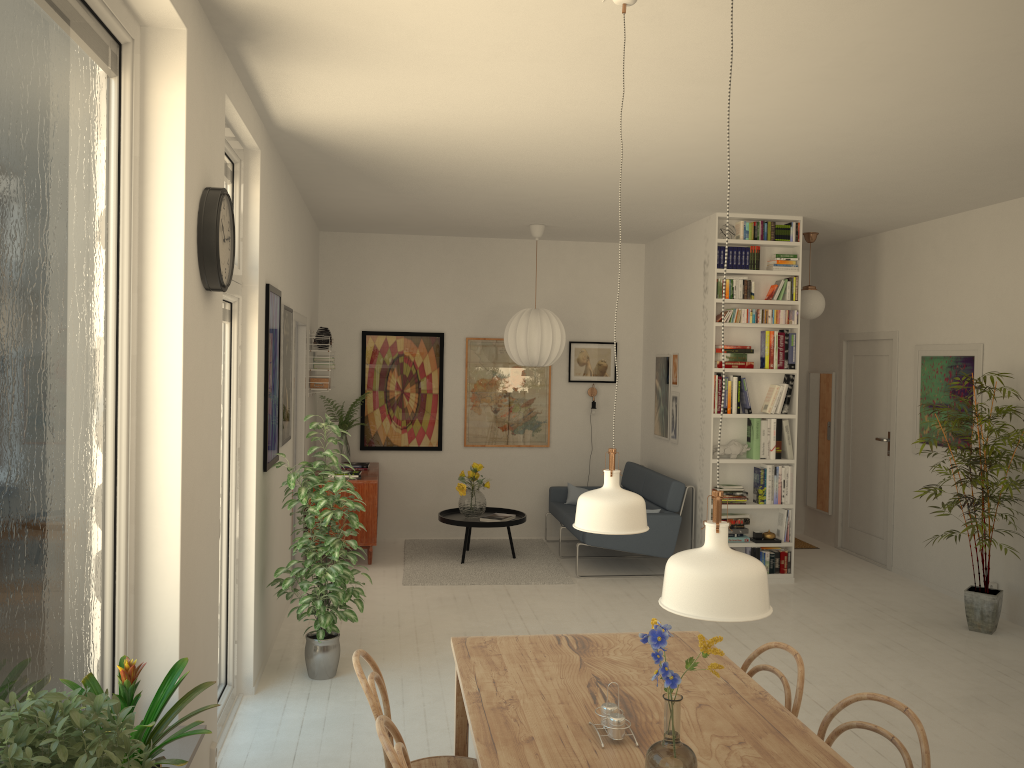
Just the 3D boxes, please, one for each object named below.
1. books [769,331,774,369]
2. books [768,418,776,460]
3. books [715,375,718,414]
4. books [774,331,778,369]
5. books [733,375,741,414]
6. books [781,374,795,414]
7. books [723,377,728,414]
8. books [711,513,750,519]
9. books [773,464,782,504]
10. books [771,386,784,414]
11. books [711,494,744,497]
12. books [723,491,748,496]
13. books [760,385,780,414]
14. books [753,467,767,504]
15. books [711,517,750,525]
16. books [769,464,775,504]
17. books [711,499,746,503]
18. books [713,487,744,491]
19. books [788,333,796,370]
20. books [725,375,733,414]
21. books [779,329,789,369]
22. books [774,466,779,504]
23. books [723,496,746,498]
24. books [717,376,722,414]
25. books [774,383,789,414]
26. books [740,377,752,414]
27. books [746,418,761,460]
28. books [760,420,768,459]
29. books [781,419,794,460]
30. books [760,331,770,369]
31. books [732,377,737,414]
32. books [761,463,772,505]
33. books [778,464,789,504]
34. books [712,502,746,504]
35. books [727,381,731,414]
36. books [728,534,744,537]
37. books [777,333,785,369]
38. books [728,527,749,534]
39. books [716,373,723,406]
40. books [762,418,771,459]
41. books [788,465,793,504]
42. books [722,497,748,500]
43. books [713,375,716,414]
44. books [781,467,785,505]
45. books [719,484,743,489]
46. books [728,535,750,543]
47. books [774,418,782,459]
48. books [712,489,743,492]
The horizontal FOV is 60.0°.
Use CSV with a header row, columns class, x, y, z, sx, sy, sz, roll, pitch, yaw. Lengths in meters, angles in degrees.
class,x,y,z,sx,sy,sz,roll,pitch,yaw
books,2.039,-0.270,7.095,0.039,0.302,0.199,1,1,-8
books,2.046,0.433,7.107,0.037,0.324,0.240,1,1,-8
books,1.585,0.080,7.033,0.015,0.301,0.207,1,1,-8
books,2.072,-0.269,7.095,0.029,0.301,0.185,1,1,-8
books,1.770,0.081,7.039,0.033,0.306,0.150,1,1,-8
books,2.185,0.080,7.111,0.092,0.319,0.179,1,1,-8
books,1.661,0.087,7.035,0.030,0.289,0.200,1,1,-8
books,1.725,1.045,7.080,0.297,0.024,0.162,1,2,-17
books,2.108,0.798,7.124,0.025,0.305,0.213,1,1,-8
books,2.091,0.124,7.083,0.105,0.225,0.138,1,1,-8
books,1.706,0.882,7.038,0.238,0.012,0.120,1,2,-13
books,1.741,0.863,7.064,0.235,0.025,0.163,1,2,-2
books,2.057,0.121,7.071,0.115,0.232,0.133,1,1,-8
books,1.969,0.807,7.100,0.057,0.284,0.200,1,1,-8
books,1.723,1.082,7.065,0.285,0.047,0.185,1,2,-8
books,2.046,0.794,7.124,0.027,0.311,0.229,1,1,-8
books,1.705,0.927,7.042,0.246,0.014,0.173,1,2,-9
books,1.712,0.830,7.061,0.212,0.017,0.165,1,2,-11
books,2.210,-0.260,7.106,0.054,0.289,0.179,1,1,-8
books,1.708,0.082,7.052,0.020,0.304,0.193,1,1,-8
books,2.163,-0.275,7.101,0.039,0.317,0.161,1,1,-8
books,2.082,0.803,7.088,0.035,0.304,0.150,1,1,-8
books,1.719,0.891,7.059,0.250,0.008,0.135,1,2,-12
books,1.610,0.085,7.029,0.032,0.291,0.203,1,1,-8
books,2.131,0.117,7.112,0.092,0.244,0.196,1,1,-8
books,1.832,0.090,7.059,0.093,0.288,0.200,1,1,-8
books,1.911,0.430,7.079,0.056,0.328,0.229,1,1,-8
books,1.971,0.441,7.092,0.065,0.311,0.200,1,1,-8
books,2.171,0.438,7.127,0.099,0.316,0.229,1,1,-8
books,2.004,-0.273,7.096,0.032,0.300,0.200,1,1,-8
books,1.736,0.087,7.042,0.032,0.291,0.189,1,1,-8
books,2.014,0.793,7.117,0.037,0.311,0.241,1,1,-8
books,2.165,0.799,7.108,0.037,0.308,0.161,1,1,-8
books,1.710,0.939,7.045,0.247,0.009,0.170,1,2,-5
books,1.688,0.103,7.033,0.024,0.260,0.199,1,1,-8
books,1.699,1.192,7.078,0.241,0.024,0.168,1,2,-13
books,2.116,-0.263,7.094,0.059,0.291,0.182,1,1,-8
books,1.709,1.161,7.063,0.297,0.039,0.165,1,2,-13
books,1.636,0.072,7.033,0.021,0.317,0.179,1,1,-8
books,2.012,0.433,7.116,0.023,0.321,0.235,1,1,-8
books,2.196,0.800,7.143,0.039,0.303,0.229,1,1,-8
books,1.736,0.903,7.080,0.255,0.014,0.197,1,2,2
books,1.566,0.079,7.036,0.021,0.301,0.222,1,1,-8
books,2.133,0.806,7.114,0.022,0.291,0.208,1,1,-8
books,1.727,0.813,7.042,0.166,0.019,0.127,1,2,-15
books,1.722,1.227,7.082,0.297,0.038,0.204,1,2,-3
books,2.094,0.431,7.109,0.056,0.327,0.202,1,1,-8
books,1.700,0.844,7.051,0.221,0.010,0.169,1,2,-5
